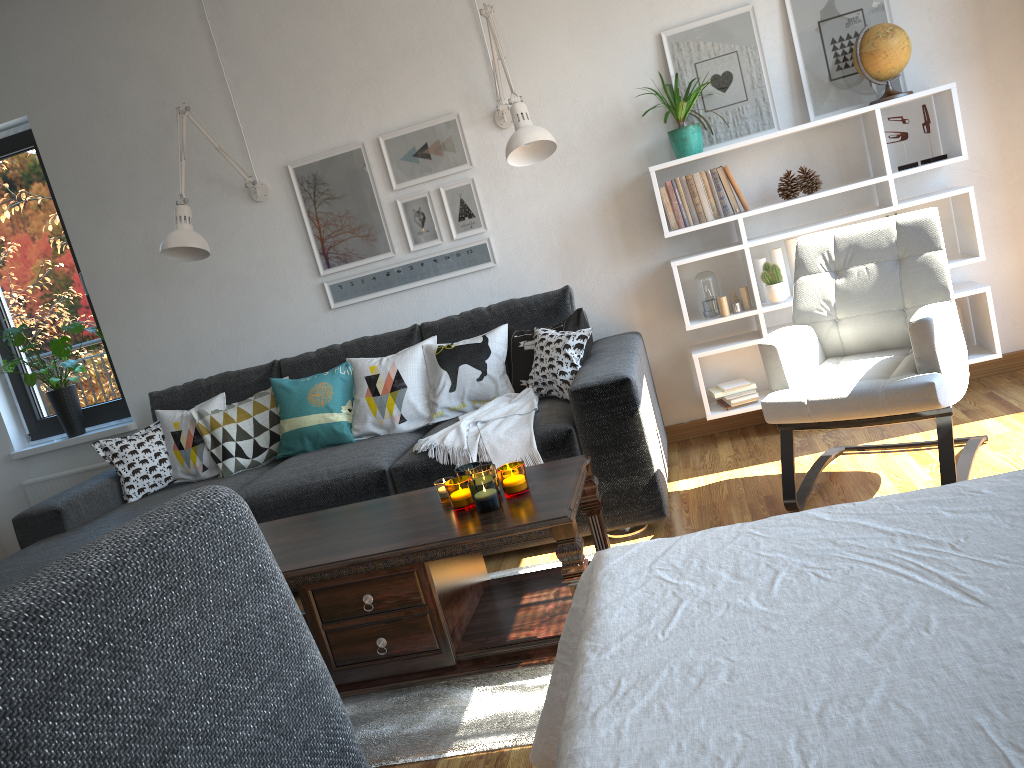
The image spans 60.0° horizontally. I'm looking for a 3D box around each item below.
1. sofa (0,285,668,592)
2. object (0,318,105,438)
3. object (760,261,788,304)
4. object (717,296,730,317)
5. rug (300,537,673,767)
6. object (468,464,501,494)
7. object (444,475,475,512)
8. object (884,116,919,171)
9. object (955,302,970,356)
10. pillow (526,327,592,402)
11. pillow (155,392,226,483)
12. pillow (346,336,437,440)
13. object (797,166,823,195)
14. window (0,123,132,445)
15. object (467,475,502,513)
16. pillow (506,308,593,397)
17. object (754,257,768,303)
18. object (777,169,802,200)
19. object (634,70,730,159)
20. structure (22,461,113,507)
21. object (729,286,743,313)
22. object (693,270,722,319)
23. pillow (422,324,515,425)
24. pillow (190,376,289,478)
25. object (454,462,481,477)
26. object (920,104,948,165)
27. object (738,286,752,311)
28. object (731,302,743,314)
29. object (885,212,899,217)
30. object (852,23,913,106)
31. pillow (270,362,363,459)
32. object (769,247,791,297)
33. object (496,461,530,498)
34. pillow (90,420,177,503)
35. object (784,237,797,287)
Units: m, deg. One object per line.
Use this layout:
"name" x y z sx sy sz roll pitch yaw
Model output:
"sofa" -0.754 0.378 3.227 2.510 0.850 2.157 -13 9 12
"object" -2.373 -0.032 4.500 0.657 0.676 0.446 -15 9 3
"object" 1.093 -0.421 3.693 0.088 0.173 0.087 -10 11 28
"object" 0.882 -0.334 3.799 0.078 0.084 0.176 -18 10 -19
"rug" -0.182 0.767 2.562 1.814 0.034 1.049 -13 9 12
"object" -0.075 0.276 2.491 0.079 0.081 0.079 -14 9 7
"object" -0.139 0.302 2.435 0.079 0.081 0.079 -14 9 7
"object" 1.551 -0.970 3.582 0.134 0.218 0.066 -10 11 27
"object" 1.808 -0.229 3.678 0.126 0.247 0.117 -12 10 19
"pillow" 0.187 -0.070 3.466 0.169 0.313 0.358 -22 12 -37
"pillow" -1.388 0.249 3.904 0.360 0.345 0.172 -13 10 12
"pillow" -0.504 0.041 3.776 0.437 0.369 0.284 -13 10 12
"object" 1.225 -0.843 3.658 0.101 0.125 0.096 -10 11 27
"window" -4.829 0.190 18.416 13.988 18.413 24.298 -12 10 18
"object" -0.071 0.295 2.368 0.079 0.081 0.079 -14 9 7
"pillow" 0.159 -0.109 3.648 0.450 0.359 0.233 -8 12 38
"object" 1.085 -0.447 3.817 0.051 0.188 0.051 -12 10 18
"object" 1.148 -0.827 3.678 0.094 0.127 0.102 -21 11 -32
"object" 0.720 -1.134 3.681 0.424 0.373 0.386 -15 9 -1
"structure" -2.143 0.644 4.659 0.818 0.460 0.076 -14 10 10
"object" 0.955 -0.369 3.813 0.062 0.108 0.062 -13 10 12
"object" 0.850 -0.391 3.835 0.109 0.198 0.108 -11 10 23
"pillow" -0.178 -0.039 3.696 0.382 0.319 0.265 -13 10 12
"pillow" -1.147 0.201 3.927 0.453 0.364 0.242 -19 10 -21
"object" -0.117 0.276 2.557 0.079 0.081 0.079 -14 9 7
"object" 1.676 -1.008 3.563 0.075 0.231 0.066 -16 10 -8
"object" 0.985 -0.361 3.744 0.039 0.099 0.039 -14 10 8
"object" 0.948 -0.322 3.741 0.040 0.044 0.040 -8 12 38
"object" 1.595 -0.579 3.629 0.097 0.236 0.098 -15 10 0
"object" 1.473 -1.276 3.517 0.217 0.306 0.215 -10 11 29
"pillow" -0.842 0.105 3.845 0.414 0.341 0.272 -13 10 12
"object" 1.149 -0.475 3.801 0.051 0.213 0.051 -12 10 18
"object" 0.005 0.263 2.433 0.079 0.081 0.079 -14 9 7
"pillow" -1.604 0.342 3.868 0.333 0.320 0.160 -23 13 -42
"object" 1.212 -0.503 3.788 0.051 0.239 0.051 -10 11 30
